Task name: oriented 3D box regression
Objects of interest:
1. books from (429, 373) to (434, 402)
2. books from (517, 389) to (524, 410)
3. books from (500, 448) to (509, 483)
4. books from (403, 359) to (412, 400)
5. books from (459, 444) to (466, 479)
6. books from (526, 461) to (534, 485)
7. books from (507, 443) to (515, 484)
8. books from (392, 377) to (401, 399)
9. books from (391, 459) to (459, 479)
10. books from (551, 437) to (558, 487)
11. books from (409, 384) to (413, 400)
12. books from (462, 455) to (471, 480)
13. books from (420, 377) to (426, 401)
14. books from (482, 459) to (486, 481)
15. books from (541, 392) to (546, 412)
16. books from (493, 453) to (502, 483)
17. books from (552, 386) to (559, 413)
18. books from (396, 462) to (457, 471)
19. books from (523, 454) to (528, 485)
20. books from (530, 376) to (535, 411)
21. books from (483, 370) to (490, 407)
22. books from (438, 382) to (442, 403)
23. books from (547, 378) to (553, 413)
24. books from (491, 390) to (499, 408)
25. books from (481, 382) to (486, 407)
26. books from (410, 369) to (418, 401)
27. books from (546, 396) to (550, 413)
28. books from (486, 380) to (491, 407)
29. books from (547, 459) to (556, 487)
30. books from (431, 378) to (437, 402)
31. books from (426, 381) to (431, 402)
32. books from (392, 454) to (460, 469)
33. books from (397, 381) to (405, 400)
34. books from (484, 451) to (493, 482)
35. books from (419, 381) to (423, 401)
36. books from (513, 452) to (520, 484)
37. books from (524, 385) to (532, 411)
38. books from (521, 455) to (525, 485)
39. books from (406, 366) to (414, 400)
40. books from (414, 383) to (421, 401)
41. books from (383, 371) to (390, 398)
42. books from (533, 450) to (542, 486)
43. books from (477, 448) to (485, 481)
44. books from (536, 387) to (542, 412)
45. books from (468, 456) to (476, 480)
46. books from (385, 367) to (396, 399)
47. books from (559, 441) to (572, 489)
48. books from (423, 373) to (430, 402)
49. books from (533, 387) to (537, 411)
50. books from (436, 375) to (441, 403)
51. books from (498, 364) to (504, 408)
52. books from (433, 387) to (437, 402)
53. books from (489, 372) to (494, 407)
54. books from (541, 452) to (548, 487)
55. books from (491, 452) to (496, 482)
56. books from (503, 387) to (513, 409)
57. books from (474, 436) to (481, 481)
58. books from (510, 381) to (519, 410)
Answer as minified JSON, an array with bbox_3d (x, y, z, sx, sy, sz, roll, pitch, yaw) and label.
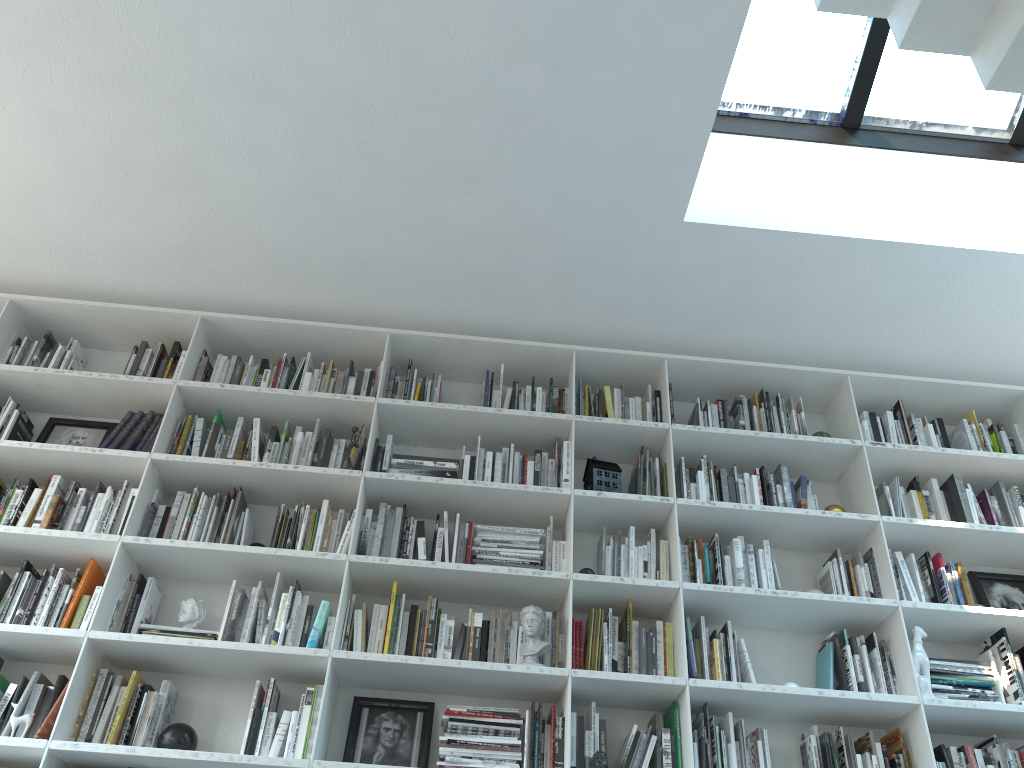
[{"bbox_3d":[-0.369,0.100,4.005,0.005,0.253,0.169,5,-37,-2],"label":"books"},{"bbox_3d":[0.037,0.155,3.999,0.033,0.201,0.167,5,-37,-2],"label":"books"},{"bbox_3d":[-0.039,0.427,3.817,0.029,0.272,0.141,5,-37,-2],"label":"books"},{"bbox_3d":[-0.480,0.064,4.038,0.014,0.339,0.146,5,-37,-2],"label":"books"},{"bbox_3d":[-0.217,0.406,3.790,0.012,0.252,0.162,5,-37,-2],"label":"books"},{"bbox_3d":[0.069,0.453,3.773,0.029,0.187,0.177,5,-37,-2],"label":"books"},{"bbox_3d":[-0.012,0.418,3.800,0.023,0.268,0.186,5,-37,-2],"label":"books"},{"bbox_3d":[-0.527,0.104,4.002,0.023,0.226,0.158,5,-37,-2],"label":"books"},{"bbox_3d":[-0.370,0.383,3.803,0.285,0.024,0.160,4,-37,0],"label":"books"},{"bbox_3d":[0.181,0.412,3.828,0.012,0.332,0.156,5,-37,-2],"label":"books"},{"bbox_3d":[-0.462,0.123,4.003,0.011,0.204,0.146,5,-37,-2],"label":"books"},{"bbox_3d":[-0.200,0.432,3.767,0.025,0.186,0.194,5,-37,-2],"label":"books"},{"bbox_3d":[-0.407,0.107,4.012,0.014,0.246,0.140,5,-37,-2],"label":"books"},{"bbox_3d":[-0.127,0.441,3.787,0.011,0.203,0.134,5,-37,-2],"label":"books"},{"bbox_3d":[0.133,0.168,4.033,0.026,0.232,0.138,5,-37,-2],"label":"books"},{"bbox_3d":[-0.067,0.434,3.784,0.028,0.217,0.184,5,-37,-2],"label":"books"},{"bbox_3d":[0.188,0.157,4.022,0.028,0.242,0.162,5,-37,-2],"label":"books"},{"bbox_3d":[-0.371,0.400,3.785,0.254,0.025,0.162,8,-38,-5],"label":"books"},{"bbox_3d":[0.049,0.437,3.788,0.012,0.229,0.159,5,-37,-2],"label":"books"},{"bbox_3d":[0.084,0.126,4.013,0.010,0.269,0.181,5,-37,-2],"label":"books"},{"bbox_3d":[-0.123,0.104,4.020,0.014,0.290,0.177,5,-37,-2],"label":"books"},{"bbox_3d":[-0.333,0.124,4.018,0.004,0.234,0.138,5,-37,-2],"label":"books"},{"bbox_3d":[0.169,0.134,4.047,0.012,0.306,0.139,5,-37,-2],"label":"books"},{"bbox_3d":[-0.083,0.153,4.012,0.031,0.207,0.147,5,-37,-2],"label":"books"},{"bbox_3d":[-0.138,0.132,4.020,0.012,0.244,0.152,5,-37,-2],"label":"books"},{"bbox_3d":[-0.447,0.085,4.000,0.011,0.263,0.164,5,-37,-2],"label":"books"},{"bbox_3d":[0.153,0.178,4.020,0.014,0.203,0.135,5,-37,-2],"label":"books"},{"bbox_3d":[-0.113,0.125,4.026,0.011,0.265,0.130,5,-37,-2],"label":"books"},{"bbox_3d":[0.158,0.457,3.781,0.029,0.201,0.192,5,-37,-2],"label":"books"},{"bbox_3d":[-0.361,0.114,4.019,0.013,0.248,0.149,5,-37,-2],"label":"books"},{"bbox_3d":[-0.380,0.114,3.995,0.016,0.218,0.145,5,-37,-2],"label":"books"},{"bbox_3d":[-0.369,0.367,3.821,0.285,0.024,0.160,5,-37,-2],"label":"books"},{"bbox_3d":[-0.503,0.112,3.983,0.026,0.193,0.167,5,-37,-2],"label":"books"},{"bbox_3d":[-0.107,0.430,3.780,0.027,0.215,0.191,5,-37,-2],"label":"books"},{"bbox_3d":[-0.419,0.120,4.017,0.006,0.231,0.136,5,-37,-2],"label":"books"},{"bbox_3d":[0.011,0.433,3.780,0.023,0.221,0.192,5,-37,-2],"label":"books"},{"bbox_3d":[0.065,0.147,4.014,0.023,0.235,0.155,5,-37,-2],"label":"books"},{"bbox_3d":[0.038,0.440,3.793,0.010,0.229,0.153,5,-37,-2],"label":"books"},{"bbox_3d":[-0.469,0.079,4.020,0.010,0.294,0.154,5,-37,-2],"label":"books"},{"bbox_3d":[-0.433,0.121,3.990,0.023,0.194,0.173,5,-37,-2],"label":"books"},{"bbox_3d":[-0.570,0.090,4.009,0.012,0.252,0.162,5,-37,-2],"label":"books"},{"bbox_3d":[0.100,0.432,3.791,0.032,0.247,0.174,5,-37,-2],"label":"books"},{"bbox_3d":[-0.141,0.420,3.787,0.021,0.236,0.172,5,-37,-2],"label":"books"},{"bbox_3d":[0.111,0.152,3.988,0.023,0.201,0.194,5,-37,-2],"label":"books"},{"bbox_3d":[-0.177,0.437,3.802,0.024,0.222,0.129,5,-37,-2],"label":"books"},{"bbox_3d":[-0.549,0.081,3.994,0.026,0.251,0.186,5,-37,-2],"label":"books"},{"bbox_3d":[0.218,0.414,3.749,0.037,0.235,0.274,5,-37,-2],"label":"books"},{"bbox_3d":[-0.393,0.098,4.012,0.013,0.263,0.147,5,-37,-2],"label":"books"},{"bbox_3d":[0.093,0.155,4.005,0.012,0.215,0.180,5,-37,-2],"label":"books"},{"bbox_3d":[-0.339,0.104,4.008,0.011,0.254,0.144,5,-37,-2],"label":"books"},{"bbox_3d":[-0.058,0.093,4.032,0.010,0.329,0.187,5,-37,-2],"label":"books"},{"bbox_3d":[-0.351,0.134,3.992,0.010,0.185,0.153,5,-37,-2],"label":"books"},{"bbox_3d":[-0.101,0.110,4.028,0.011,0.294,0.158,5,-37,-2],"label":"books"},{"bbox_3d":[0.130,0.439,3.809,0.029,0.260,0.133,5,-37,-2],"label":"books"},{"bbox_3d":[-0.088,0.428,3.799,0.012,0.243,0.132,5,-37,-2],"label":"books"},{"bbox_3d":[-0.032,0.146,4.001,0.050,0.209,0.174,5,-37,-2],"label":"books"},{"bbox_3d":[-0.154,0.390,3.788,0.011,0.282,0.191,5,-37,-2],"label":"books"},{"bbox_3d":[0.006,0.137,4.034,0.028,0.268,0.141,5,-37,-2],"label":"books"}]
